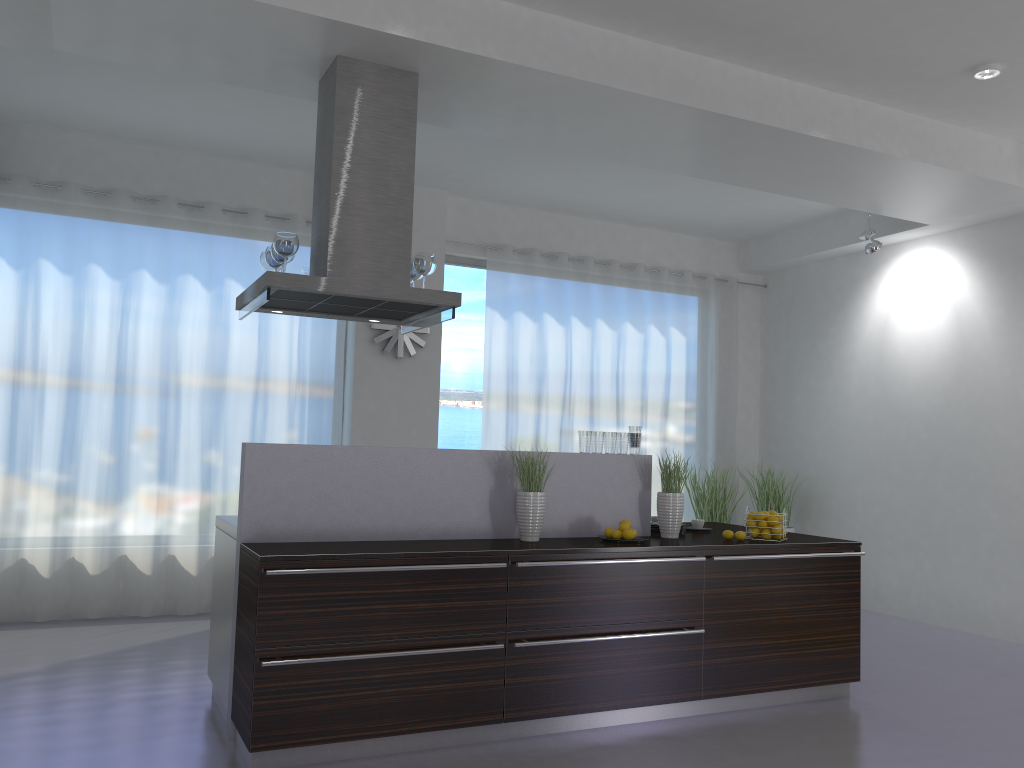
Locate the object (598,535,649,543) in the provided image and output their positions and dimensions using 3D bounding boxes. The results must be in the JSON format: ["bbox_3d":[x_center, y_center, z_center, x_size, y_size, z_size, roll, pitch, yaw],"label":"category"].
[{"bbox_3d":[0.573,0.800,4.574,0.232,0.020,0.232,3,-4,-17],"label":"object"}]

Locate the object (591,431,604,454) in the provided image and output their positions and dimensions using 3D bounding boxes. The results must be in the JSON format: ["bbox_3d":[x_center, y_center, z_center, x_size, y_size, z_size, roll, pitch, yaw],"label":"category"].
[{"bbox_3d":[0.467,0.320,4.843,0.072,0.119,0.071,1,-4,14],"label":"object"}]

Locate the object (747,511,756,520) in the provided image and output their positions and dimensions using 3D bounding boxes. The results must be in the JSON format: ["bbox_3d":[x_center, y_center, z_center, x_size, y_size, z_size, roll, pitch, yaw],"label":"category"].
[{"bbox_3d":[1.339,0.738,4.943,0.052,0.060,0.057,5,-5,-38],"label":"object"}]

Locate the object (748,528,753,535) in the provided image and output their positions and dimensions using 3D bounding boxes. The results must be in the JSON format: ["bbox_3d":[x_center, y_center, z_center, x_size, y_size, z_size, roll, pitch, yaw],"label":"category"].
[{"bbox_3d":[1.352,0.832,4.957,0.061,0.053,0.053,1,-4,17],"label":"object"}]

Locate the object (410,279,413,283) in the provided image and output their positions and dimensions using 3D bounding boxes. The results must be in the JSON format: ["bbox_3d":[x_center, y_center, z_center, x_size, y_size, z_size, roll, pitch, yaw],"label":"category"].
[{"bbox_3d":[-0.597,-0.560,4.955,0.125,0.221,0.125,2,-4,-1],"label":"object"}]

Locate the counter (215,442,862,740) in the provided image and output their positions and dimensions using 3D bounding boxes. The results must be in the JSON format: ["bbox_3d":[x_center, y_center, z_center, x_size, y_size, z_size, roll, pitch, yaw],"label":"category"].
[{"bbox_3d":[0.185,1.019,4.806,3.291,1.300,1.302,4,-5,-26],"label":"counter"}]

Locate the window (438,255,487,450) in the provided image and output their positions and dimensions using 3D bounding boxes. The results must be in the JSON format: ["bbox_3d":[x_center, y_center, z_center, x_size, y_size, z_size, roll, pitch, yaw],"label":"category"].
[{"bbox_3d":[0.607,0.192,8.396,3.000,2.500,0.100,4,-5,-26],"label":"window"}]

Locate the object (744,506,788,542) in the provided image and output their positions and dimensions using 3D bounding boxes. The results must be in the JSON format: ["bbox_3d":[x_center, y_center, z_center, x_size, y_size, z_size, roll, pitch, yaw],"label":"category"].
[{"bbox_3d":[1.415,0.776,4.940,0.207,0.174,0.189,0,-5,29],"label":"object"}]

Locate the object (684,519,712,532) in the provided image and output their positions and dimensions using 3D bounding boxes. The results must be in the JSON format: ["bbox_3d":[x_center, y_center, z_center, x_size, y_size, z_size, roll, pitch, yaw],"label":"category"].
[{"bbox_3d":[1.120,0.852,5.346,0.153,0.069,0.153,-1,-5,38],"label":"object"}]

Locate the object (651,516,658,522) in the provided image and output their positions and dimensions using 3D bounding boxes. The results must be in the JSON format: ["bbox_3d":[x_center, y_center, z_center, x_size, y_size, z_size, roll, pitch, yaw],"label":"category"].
[{"bbox_3d":[0.897,0.857,5.503,0.153,0.069,0.153,1,-4,8],"label":"object"}]

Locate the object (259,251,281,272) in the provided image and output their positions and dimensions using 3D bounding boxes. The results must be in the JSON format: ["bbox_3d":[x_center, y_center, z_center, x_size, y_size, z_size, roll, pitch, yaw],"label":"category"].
[{"bbox_3d":[-1.296,-0.596,4.765,0.125,0.221,0.125,2,-4,-1],"label":"object"}]

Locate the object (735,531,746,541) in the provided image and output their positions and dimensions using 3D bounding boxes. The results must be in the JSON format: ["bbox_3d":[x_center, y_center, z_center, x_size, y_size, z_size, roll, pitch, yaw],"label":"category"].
[{"bbox_3d":[1.241,0.824,4.815,0.063,0.051,0.053,4,-5,-22],"label":"object"}]

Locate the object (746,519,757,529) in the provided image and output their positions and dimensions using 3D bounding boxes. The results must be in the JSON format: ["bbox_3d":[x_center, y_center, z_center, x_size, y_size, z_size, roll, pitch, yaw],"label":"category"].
[{"bbox_3d":[1.327,0.775,4.914,0.063,0.051,0.053,-1,-5,33],"label":"object"}]

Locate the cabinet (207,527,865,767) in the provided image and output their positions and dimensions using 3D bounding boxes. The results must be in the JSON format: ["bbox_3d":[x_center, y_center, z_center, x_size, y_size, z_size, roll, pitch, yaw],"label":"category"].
[{"bbox_3d":[0.180,1.242,4.779,3.285,0.852,1.377,4,-5,-26],"label":"cabinet"}]

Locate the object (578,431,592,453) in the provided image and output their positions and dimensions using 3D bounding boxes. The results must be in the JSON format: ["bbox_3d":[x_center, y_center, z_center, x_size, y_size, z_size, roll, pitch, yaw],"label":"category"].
[{"bbox_3d":[0.394,0.315,4.807,0.071,0.119,0.072,0,-5,24],"label":"object"}]

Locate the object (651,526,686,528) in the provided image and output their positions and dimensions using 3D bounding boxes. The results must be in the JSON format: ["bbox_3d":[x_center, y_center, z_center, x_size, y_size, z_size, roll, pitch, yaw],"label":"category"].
[{"bbox_3d":[0.887,0.840,5.221,0.232,0.020,0.232,4,-5,-22],"label":"object"}]

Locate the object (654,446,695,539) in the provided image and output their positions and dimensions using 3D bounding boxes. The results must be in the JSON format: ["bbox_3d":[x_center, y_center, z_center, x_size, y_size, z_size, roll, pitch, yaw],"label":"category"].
[{"bbox_3d":[0.889,0.588,4.839,0.247,0.502,0.269,1,-4,17],"label":"object"}]

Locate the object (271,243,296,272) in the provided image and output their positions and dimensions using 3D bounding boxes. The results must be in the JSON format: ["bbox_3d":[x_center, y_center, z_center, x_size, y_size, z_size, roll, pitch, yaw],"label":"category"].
[{"bbox_3d":[-1.162,-0.612,4.492,0.125,0.221,0.125,2,-4,-1],"label":"object"}]

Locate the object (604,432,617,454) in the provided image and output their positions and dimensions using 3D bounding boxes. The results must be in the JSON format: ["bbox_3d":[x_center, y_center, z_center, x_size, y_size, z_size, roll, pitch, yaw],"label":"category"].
[{"bbox_3d":[0.540,0.324,4.878,0.072,0.119,0.071,1,-4,14],"label":"object"}]

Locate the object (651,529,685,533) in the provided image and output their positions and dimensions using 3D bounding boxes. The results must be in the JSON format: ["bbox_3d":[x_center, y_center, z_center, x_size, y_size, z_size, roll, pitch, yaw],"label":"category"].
[{"bbox_3d":[0.886,0.860,5.219,0.232,0.020,0.232,3,-4,-17],"label":"object"}]

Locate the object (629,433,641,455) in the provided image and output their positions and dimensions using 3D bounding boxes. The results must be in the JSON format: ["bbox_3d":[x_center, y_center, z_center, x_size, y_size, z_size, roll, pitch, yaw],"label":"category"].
[{"bbox_3d":[0.685,0.334,4.948,0.072,0.119,0.071,1,-4,14],"label":"object"}]

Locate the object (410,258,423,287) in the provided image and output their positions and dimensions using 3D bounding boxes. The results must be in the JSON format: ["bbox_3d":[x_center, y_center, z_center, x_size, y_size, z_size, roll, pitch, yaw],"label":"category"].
[{"bbox_3d":[-0.532,-0.567,4.823,0.125,0.221,0.125,2,-4,-1],"label":"object"}]

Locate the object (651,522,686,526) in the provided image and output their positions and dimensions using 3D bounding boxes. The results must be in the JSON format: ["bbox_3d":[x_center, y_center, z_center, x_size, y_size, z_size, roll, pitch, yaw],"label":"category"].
[{"bbox_3d":[0.701,0.760,5.223,0.646,0.147,0.269,2,-4,-1],"label":"object"}]

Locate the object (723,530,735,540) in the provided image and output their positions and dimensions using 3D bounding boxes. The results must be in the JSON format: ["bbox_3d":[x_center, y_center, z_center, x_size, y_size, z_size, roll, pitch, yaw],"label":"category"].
[{"bbox_3d":[1.182,0.824,4.840,0.063,0.051,0.053,-1,-5,33],"label":"object"}]

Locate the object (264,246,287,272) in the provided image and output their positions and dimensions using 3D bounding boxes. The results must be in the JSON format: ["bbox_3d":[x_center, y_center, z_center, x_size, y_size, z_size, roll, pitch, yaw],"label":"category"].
[{"bbox_3d":[-1.232,-0.604,4.633,0.125,0.221,0.125,2,-4,-1],"label":"object"}]

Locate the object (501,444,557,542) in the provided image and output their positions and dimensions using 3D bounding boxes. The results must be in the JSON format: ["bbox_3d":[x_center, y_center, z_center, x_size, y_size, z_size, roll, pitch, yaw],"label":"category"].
[{"bbox_3d":[0.101,0.533,4.430,0.269,0.502,0.247,4,-5,-26],"label":"object"}]

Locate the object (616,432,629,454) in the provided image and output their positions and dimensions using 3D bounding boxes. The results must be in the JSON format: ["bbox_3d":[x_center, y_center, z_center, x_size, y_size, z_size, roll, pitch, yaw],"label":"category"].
[{"bbox_3d":[0.612,0.329,4.913,0.072,0.119,0.071,1,-4,14],"label":"object"}]

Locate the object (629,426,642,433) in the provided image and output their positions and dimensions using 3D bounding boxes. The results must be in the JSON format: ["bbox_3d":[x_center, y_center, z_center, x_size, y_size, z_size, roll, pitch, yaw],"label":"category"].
[{"bbox_3d":[0.686,0.295,4.951,0.072,0.119,0.071,1,-4,14],"label":"object"}]

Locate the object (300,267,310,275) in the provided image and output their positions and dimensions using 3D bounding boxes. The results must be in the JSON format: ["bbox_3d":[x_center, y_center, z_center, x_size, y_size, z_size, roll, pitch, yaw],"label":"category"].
[{"bbox_3d":[-1.119,-0.552,4.963,0.137,0.174,0.137,0,-5,29],"label":"object"}]

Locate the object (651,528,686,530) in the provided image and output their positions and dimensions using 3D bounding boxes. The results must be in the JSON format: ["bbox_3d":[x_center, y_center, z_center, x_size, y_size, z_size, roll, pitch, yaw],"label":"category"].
[{"bbox_3d":[0.887,0.850,5.220,0.232,0.020,0.232,3,-4,-17],"label":"object"}]

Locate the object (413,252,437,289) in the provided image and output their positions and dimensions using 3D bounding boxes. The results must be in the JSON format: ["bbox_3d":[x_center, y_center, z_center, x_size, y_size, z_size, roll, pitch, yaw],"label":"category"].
[{"bbox_3d":[-0.462,-0.575,4.682,0.125,0.221,0.125,2,-4,-1],"label":"object"}]

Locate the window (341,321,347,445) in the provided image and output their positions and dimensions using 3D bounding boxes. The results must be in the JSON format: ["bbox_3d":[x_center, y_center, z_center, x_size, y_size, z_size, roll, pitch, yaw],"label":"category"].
[{"bbox_3d":[-2.762,-0.035,6.764,3.000,2.500,0.100,4,-5,-26],"label":"window"}]
